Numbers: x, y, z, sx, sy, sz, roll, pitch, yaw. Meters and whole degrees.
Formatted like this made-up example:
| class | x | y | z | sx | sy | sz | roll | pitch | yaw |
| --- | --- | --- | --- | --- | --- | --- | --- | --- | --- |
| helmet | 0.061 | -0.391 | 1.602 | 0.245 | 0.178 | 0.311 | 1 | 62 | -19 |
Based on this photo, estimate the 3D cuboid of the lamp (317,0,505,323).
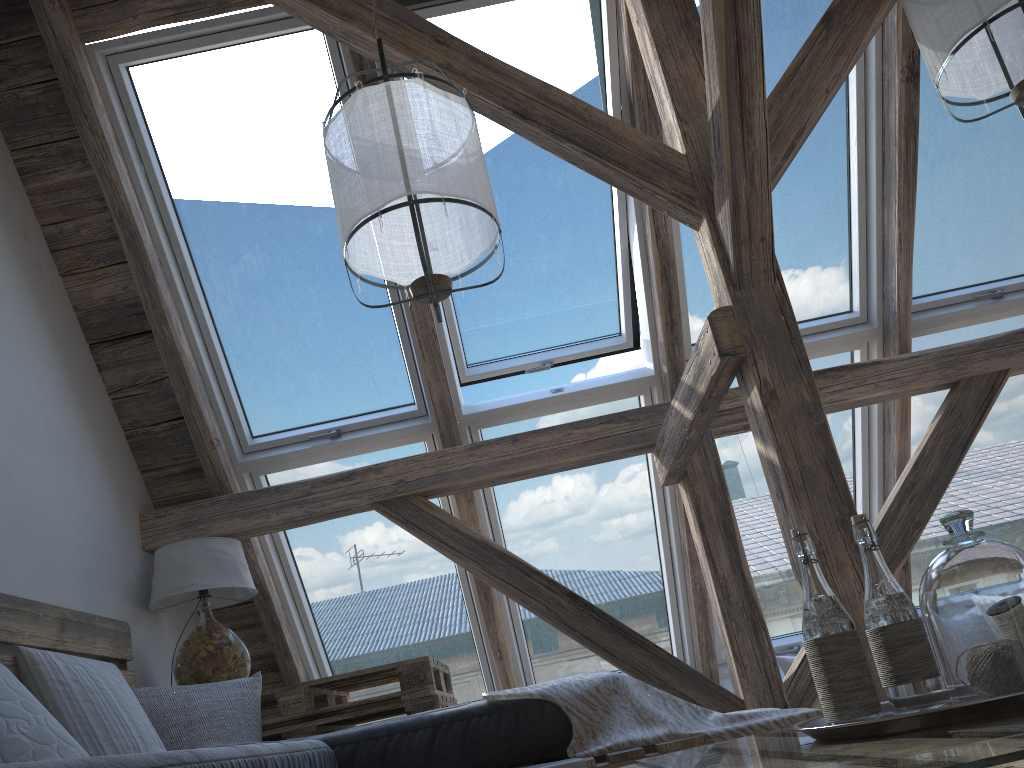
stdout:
| class | x | y | z | sx | sy | sz | roll | pitch | yaw |
| --- | --- | --- | --- | --- | --- | --- | --- | --- | --- |
| lamp | -0.348 | -0.910 | 2.392 | 0.418 | 1.467 | 0.402 | -25 | -20 | 38 |

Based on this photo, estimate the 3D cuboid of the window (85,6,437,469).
| class | x | y | z | sx | sy | sz | roll | pitch | yaw |
| --- | --- | --- | --- | --- | --- | --- | --- | --- | --- |
| window | -0.855 | -0.490 | 3.277 | 0.855 | 1.234 | 1.135 | -12 | -18 | -1 |

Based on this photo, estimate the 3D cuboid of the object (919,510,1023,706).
| class | x | y | z | sx | sy | sz | roll | pitch | yaw |
| --- | --- | --- | --- | --- | --- | --- | --- | --- | --- |
| object | 0.612 | 0.282 | 1.135 | 0.155 | 0.239 | 0.161 | -2 | -20 | -31 |

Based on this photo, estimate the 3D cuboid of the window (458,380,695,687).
| class | x | y | z | sx | sy | sz | roll | pitch | yaw |
| --- | --- | --- | --- | --- | --- | --- | --- | --- | --- |
| window | 0.330 | 0.775 | 3.949 | 0.855 | 1.234 | 1.135 | -12 | -18 | -1 |

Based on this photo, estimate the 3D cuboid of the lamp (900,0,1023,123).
| class | x | y | z | sx | sy | sz | roll | pitch | yaw |
| --- | --- | --- | --- | --- | --- | --- | --- | --- | --- |
| lamp | 1.226 | -1.340 | 2.435 | 0.398 | 1.261 | 0.422 | -5 | -17 | -24 |

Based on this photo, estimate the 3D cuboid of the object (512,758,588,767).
| class | x | y | z | sx | sy | sz | roll | pitch | yaw |
| --- | --- | --- | --- | --- | --- | --- | --- | --- | --- |
| object | -0.197 | 1.098 | 2.147 | 0.705 | 0.268 | 0.525 | -6 | -21 | -16 |

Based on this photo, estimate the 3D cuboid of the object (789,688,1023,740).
| class | x | y | z | sx | sy | sz | roll | pitch | yaw |
| --- | --- | --- | --- | --- | --- | --- | --- | --- | --- |
| object | 0.563 | 0.419 | 1.146 | 0.399 | 0.021 | 0.404 | -19 | -22 | 17 |

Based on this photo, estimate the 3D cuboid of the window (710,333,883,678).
| class | x | y | z | sx | sy | sz | roll | pitch | yaw |
| --- | --- | --- | --- | --- | --- | --- | --- | --- | --- |
| window | 1.230 | 0.585 | 3.958 | 0.855 | 1.234 | 1.135 | -12 | -18 | -1 |

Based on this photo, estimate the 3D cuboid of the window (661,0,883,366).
| class | x | y | z | sx | sy | sz | roll | pitch | yaw |
| --- | --- | --- | --- | --- | --- | --- | --- | --- | --- |
| window | 0.945 | -0.870 | 3.294 | 0.855 | 1.234 | 1.135 | -12 | -18 | -1 |

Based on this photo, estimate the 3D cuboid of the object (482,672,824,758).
| class | x | y | z | sx | sy | sz | roll | pitch | yaw |
| --- | --- | --- | --- | --- | --- | --- | --- | --- | --- |
| object | 0.548 | 0.965 | 2.436 | 1.029 | 0.458 | 0.824 | -23 | -22 | 27 |

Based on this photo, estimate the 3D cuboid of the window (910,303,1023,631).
| class | x | y | z | sx | sy | sz | roll | pitch | yaw |
| --- | --- | --- | --- | --- | --- | --- | --- | --- | --- |
| window | 2.130 | 0.395 | 3.967 | 0.855 | 1.234 | 1.135 | -12 | -18 | -1 |

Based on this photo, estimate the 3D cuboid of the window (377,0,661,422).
| class | x | y | z | sx | sy | sz | roll | pitch | yaw |
| --- | --- | --- | --- | --- | --- | --- | --- | --- | --- |
| window | 0.047 | -0.663 | 3.330 | 0.855 | 1.233 | 1.398 | -12 | -18 | -2 |

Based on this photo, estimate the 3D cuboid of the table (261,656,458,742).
| class | x | y | z | sx | sy | sz | roll | pitch | yaw |
| --- | --- | --- | --- | --- | --- | --- | --- | --- | --- |
| table | -0.704 | 1.518 | 3.379 | 1.016 | 0.679 | 0.698 | -12 | -18 | -1 |

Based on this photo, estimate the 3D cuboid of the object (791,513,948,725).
| class | x | y | z | sx | sy | sz | roll | pitch | yaw |
| --- | --- | --- | --- | --- | --- | --- | --- | --- | --- |
| object | 0.448 | 0.306 | 1.136 | 0.154 | 0.259 | 0.073 | -12 | -16 | -1 |

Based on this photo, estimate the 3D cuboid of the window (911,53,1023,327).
| class | x | y | z | sx | sy | sz | roll | pitch | yaw |
| --- | --- | --- | --- | --- | --- | --- | --- | --- | --- |
| window | 1.845 | -1.060 | 3.303 | 0.855 | 1.234 | 1.135 | -12 | -18 | -1 |

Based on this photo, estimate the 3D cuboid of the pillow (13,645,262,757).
| class | x | y | z | sx | sy | sz | roll | pitch | yaw |
| --- | --- | --- | --- | --- | --- | --- | --- | --- | --- |
| pillow | -1.110 | 1.009 | 2.707 | 0.390 | 0.385 | 0.994 | -17 | -21 | 14 |

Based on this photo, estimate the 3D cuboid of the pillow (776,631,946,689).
| class | x | y | z | sx | sy | sz | roll | pitch | yaw |
| --- | --- | --- | --- | --- | --- | --- | --- | --- | --- |
| pillow | 1.809 | 1.322 | 3.934 | 1.130 | 0.508 | 0.451 | -9 | -18 | -8 |

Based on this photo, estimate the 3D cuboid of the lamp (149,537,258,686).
| class | x | y | z | sx | sy | sz | roll | pitch | yaw |
| --- | --- | --- | --- | --- | --- | --- | --- | --- | --- |
| lamp | -1.274 | 1.238 | 3.142 | 0.819 | 1.242 | 0.404 | -8 | -16 | -15 |

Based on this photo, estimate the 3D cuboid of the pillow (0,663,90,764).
| class | x | y | z | sx | sy | sz | roll | pitch | yaw |
| --- | --- | --- | --- | --- | --- | --- | --- | --- | --- |
| pillow | -1.123 | 0.608 | 1.640 | 0.350 | 0.343 | 1.171 | -12 | -21 | -2 |

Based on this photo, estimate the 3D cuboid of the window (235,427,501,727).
| class | x | y | z | sx | sy | sz | roll | pitch | yaw |
| --- | --- | --- | --- | --- | --- | --- | --- | --- | --- |
| window | -0.570 | 0.965 | 3.941 | 0.855 | 1.234 | 1.135 | -12 | -18 | -1 |
